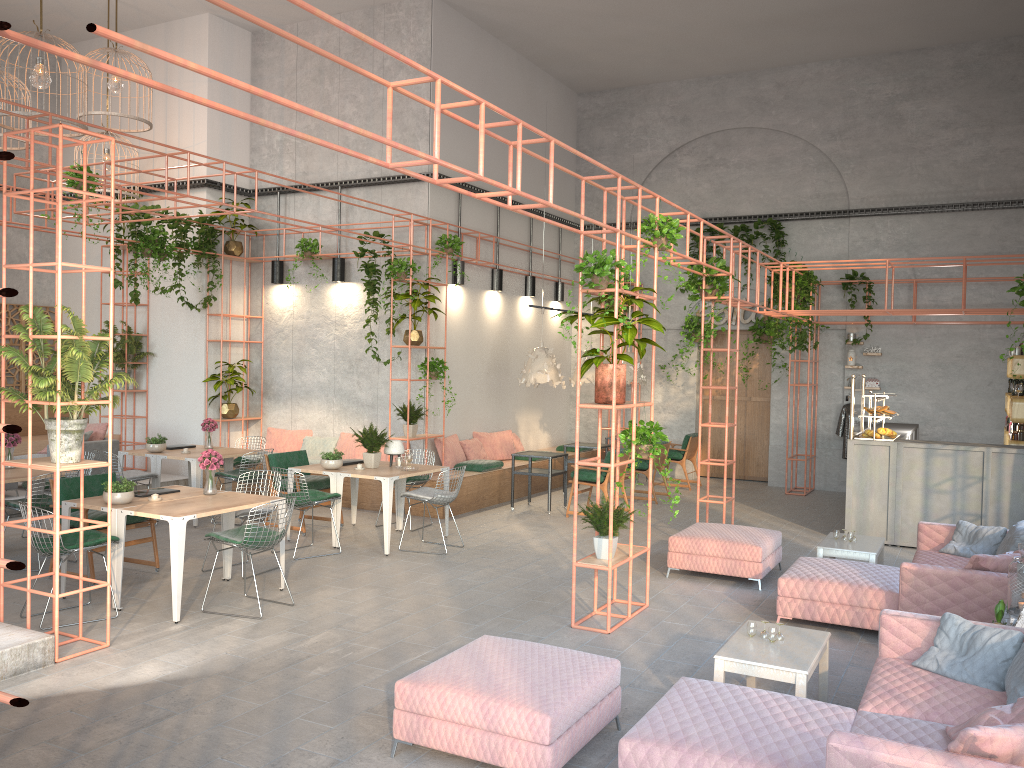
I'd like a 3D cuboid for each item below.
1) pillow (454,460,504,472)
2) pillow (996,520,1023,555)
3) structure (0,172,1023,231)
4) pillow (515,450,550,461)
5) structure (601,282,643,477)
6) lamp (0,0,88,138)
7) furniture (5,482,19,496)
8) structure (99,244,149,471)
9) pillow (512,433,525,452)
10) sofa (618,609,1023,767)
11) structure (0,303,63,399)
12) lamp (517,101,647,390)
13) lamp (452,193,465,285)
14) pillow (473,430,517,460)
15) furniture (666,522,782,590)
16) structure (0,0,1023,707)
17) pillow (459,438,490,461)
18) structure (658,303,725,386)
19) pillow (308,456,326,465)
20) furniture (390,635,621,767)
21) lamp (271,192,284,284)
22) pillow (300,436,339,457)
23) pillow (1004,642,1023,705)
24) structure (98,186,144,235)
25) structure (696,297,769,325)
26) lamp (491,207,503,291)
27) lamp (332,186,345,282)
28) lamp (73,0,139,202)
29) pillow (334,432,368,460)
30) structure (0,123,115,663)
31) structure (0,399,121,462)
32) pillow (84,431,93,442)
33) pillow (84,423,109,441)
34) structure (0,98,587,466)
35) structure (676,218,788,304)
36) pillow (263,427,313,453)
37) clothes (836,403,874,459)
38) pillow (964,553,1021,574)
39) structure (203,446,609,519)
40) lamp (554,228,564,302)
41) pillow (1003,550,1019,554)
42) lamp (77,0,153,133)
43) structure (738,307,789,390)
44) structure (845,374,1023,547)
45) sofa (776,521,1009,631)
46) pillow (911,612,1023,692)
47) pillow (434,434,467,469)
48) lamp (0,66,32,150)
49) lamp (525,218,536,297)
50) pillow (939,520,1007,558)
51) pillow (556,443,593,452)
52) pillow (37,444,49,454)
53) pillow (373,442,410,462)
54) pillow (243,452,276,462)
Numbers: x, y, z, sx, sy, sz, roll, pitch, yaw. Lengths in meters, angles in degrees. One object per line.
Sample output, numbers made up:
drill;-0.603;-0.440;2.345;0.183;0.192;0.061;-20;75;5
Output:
pillow;-0.480;1.203;13.056;0.491;0.149;0.637;2;2;29
pillow;4.292;1.375;7.589;0.289;0.385;0.666;2;2;28
structure;-1.647;-2.893;10.295;15.603;0.110;15.203;2;2;28
pillow;0.331;1.181;14.586;0.491;0.149;0.637;2;2;29
structure;2.043;-0.086;16.603;0.630;3.597;0.430;2;2;28
lamp;-4.790;-4.369;9.033;0.883;3.476;0.883;1;1;-10
furniture;-7.038;1.227;11.313;0.941;0.446;0.975;2;2;28
structure;-6.207;-0.407;14.192;0.624;3.596;0.424;2;2;28
pillow;0.019;1.029;14.846;0.289;0.385;0.666;2;2;23
sofa;1.773;1.686;4.386;1.960;0.672;2.219;2;2;28
structure;-9.735;-0.214;11.595;0.132;2.103;9.782;2;2;28
lamp;1.292;-1.970;14.088;0.704;4.052;4.456;2;2;28
lamp;-0.797;-2.214;13.383;0.185;1.425;0.179;2;2;28
pillow;-0.262;0.992;14.266;0.839;0.474;0.276;0;2;-42
furniture;2.153;1.687;8.923;0.941;0.446;0.976;2;2;28
structure;3.070;0.128;8.158;4.157;4.247;14.689;2;2;28
pillow;-0.581;1.045;13.713;0.289;0.385;0.666;2;2;23
structure;3.308;-0.716;16.250;0.950;1.527;0.921;0;2;-29
pillow;-2.861;1.152;13.050;0.637;0.149;0.491;2;2;29
furniture;-0.001;1.744;4.860;0.941;0.446;0.976;2;2;28
lamp;-3.661;-2.288;13.879;0.179;1.425;0.185;2;2;28
pillow;-2.964;0.998;13.556;0.666;0.385;0.289;2;2;23
pillow;2.637;1.419;4.465;0.289;0.385;0.666;2;2;28
structure;-6.161;-2.746;13.974;0.903;0.803;0.934;1;1;-1
structure;3.925;-1.304;15.854;1.312;0.505;0.063;2;2;28
lamp;-0.231;-2.229;14.451;0.185;1.425;0.179;2;2;28
lamp;-2.593;-2.251;13.314;0.179;1.425;0.185;2;2;28
lamp;-5.937;-4.495;13.024;0.883;3.476;0.883;1;1;-10
pillow;-2.409;0.970;13.237;0.276;0.474;0.839;0;2;-42
structure;-3.193;0.063;6.227;0.624;3.602;0.424;2;2;28
structure;-8.423;0.889;10.577;3.396;1.111;9.152;2;2;28
pillow;-6.069;0.840;12.400;0.308;0.349;0.495;1;1;-12
pillow;-6.211;0.780;12.839;0.836;0.476;0.273;2;2;28
structure;-2.841;-0.682;13.081;4.501;4.345;14.096;2;2;27
structure;3.898;-2.141;15.736;1.939;1.514;0.856;2;2;22
pillow;-3.520;0.930;13.874;0.839;0.474;0.276;2;2;18
clothes;5.757;0.806;14.792;0.625;0.997;0.366;1;1;8
pillow;3.543;1.401;6.568;0.495;0.349;0.308;1;1;-12
structure;-1.476;1.423;15.251;4.386;0.500;5.831;2;2;28
lamp;0.895;-2.259;16.576;0.185;1.425;0.179;2;2;28
pillow;3.803;1.416;6.942;0.441;0.317;0.479;1;1;9
lamp;-5.042;-5.069;11.311;0.883;3.476;0.883;1;1;-10
structure;4.494;-0.656;15.671;0.950;1.527;0.921;2;2;26
structure;6.124;0.905;11.874;2.579;2.022;4.057;2;2;28
sofa;3.428;1.642;7.509;1.960;0.672;2.219;2;2;28
pillow;2.482;1.456;4.816;0.307;0.324;0.500;0;2;-27
pillow;-0.900;1.006;13.154;0.276;0.474;0.839;2;2;18
lamp;-6.735;-4.893;11.540;0.883;3.476;0.883;1;1;-10
lamp;0.329;-2.244;15.508;0.185;1.425;0.179;2;2;28
pillow;4.137;1.412;7.939;0.307;0.324;0.500;0;2;-27
pillow;1.161;1.159;16.152;0.491;0.149;0.637;2;2;29
pillow;-6.442;0.845;12.660;0.479;0.317;0.441;1;1;9
pillow;-1.831;1.038;12.957;0.666;0.385;0.289;2;2;23
pillow;-3.788;1.120;13.540;0.637;0.149;0.491;2;2;29
